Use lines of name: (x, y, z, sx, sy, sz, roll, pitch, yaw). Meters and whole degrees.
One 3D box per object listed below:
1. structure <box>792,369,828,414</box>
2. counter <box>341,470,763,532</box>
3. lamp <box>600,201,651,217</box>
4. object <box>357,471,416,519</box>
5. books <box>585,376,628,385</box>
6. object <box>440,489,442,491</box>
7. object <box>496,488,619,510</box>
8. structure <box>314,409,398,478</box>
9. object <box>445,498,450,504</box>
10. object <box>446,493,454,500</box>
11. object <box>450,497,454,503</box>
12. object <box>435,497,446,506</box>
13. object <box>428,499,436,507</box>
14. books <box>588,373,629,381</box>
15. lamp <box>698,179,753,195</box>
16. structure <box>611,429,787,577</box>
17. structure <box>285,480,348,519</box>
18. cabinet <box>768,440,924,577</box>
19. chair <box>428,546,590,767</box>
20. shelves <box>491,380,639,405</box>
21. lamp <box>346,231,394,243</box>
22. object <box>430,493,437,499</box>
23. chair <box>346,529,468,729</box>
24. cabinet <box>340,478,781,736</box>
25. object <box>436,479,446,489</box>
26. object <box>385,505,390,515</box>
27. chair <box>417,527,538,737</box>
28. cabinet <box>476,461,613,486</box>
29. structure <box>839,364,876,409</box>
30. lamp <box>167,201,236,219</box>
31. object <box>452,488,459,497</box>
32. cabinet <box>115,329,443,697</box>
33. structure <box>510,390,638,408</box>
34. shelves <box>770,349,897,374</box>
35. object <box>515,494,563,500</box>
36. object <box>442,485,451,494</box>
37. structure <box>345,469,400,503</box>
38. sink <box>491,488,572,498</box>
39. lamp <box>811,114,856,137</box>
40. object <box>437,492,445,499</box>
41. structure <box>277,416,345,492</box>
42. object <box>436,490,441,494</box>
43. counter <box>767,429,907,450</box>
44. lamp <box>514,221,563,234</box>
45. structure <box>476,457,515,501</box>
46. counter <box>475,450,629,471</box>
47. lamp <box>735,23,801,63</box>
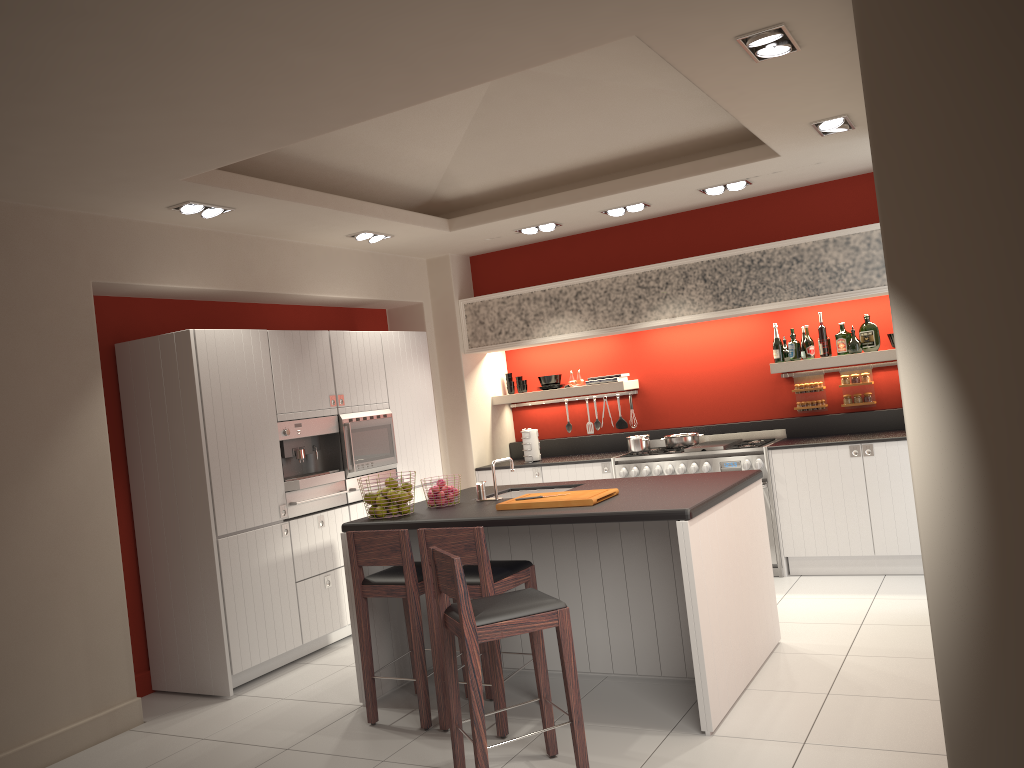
structure: (2.480, 0.067, 7.400, 0.256, 0.347, 0.130, -7, -1, 29)
counter: (0.259, 0.670, 5.135, 2.053, 0.050, 1.416, -7, -1, 29)
lamp: (0.894, -1.401, 7.004, 0.361, 0.104, 0.199, -7, -1, 29)
object: (-0.711, 0.640, 5.114, 0.341, 0.232, 0.341, -6, -1, -28)
books: (0.868, -0.029, 8.145, 0.331, 0.042, 0.207, -7, -1, 34)
object: (-0.438, 0.632, 5.356, 0.041, 0.044, 0.045, -7, -1, -2)
object: (0.248, 0.625, 4.816, 0.570, 0.033, 0.372, -7, -1, 27)
structure: (-1.178, 0.456, 6.839, 0.332, 0.473, 0.610, -7, -1, 29)
object: (-0.392, 0.705, 5.332, 0.040, 0.039, 0.039, -7, -1, -12)
object: (-0.372, 0.672, 5.305, 0.046, 0.043, 0.046, -6, -1, -21)
object: (-0.373, 0.698, 5.391, 0.050, 0.049, 0.049, -7, -1, -5)
object: (-0.426, 0.698, 5.291, 0.062, 0.057, 0.061, -7, -1, 29)
object: (-0.482, 0.710, 5.317, 0.050, 0.049, 0.049, -7, -1, -5)
books: (0.889, -0.066, 8.156, 0.332, 0.026, 0.207, -7, -1, 29)
lamp: (1.590, -1.488, 6.617, 0.361, 0.103, 0.199, -7, -1, 29)
structure: (1.605, 1.005, 7.429, 1.322, 1.085, 0.778, -7, -1, 29)
structure: (-1.371, 0.806, 6.246, 0.128, 0.177, 0.617, -7, -1, 29)
cabinet: (2.793, 0.915, 6.824, 1.361, 0.993, 0.687, -7, -1, 29)
chair: (-0.018, 1.177, 3.762, 0.474, 1.008, 0.383, -6, -1, -21)
shelves: (0.487, 0.082, 8.394, 1.378, 0.083, 0.376, -7, -1, 29)
lamp: (-1.104, -1.157, 6.913, 0.199, 0.084, 0.361, -7, -1, 29)
object: (-0.465, 0.666, 5.275, 0.041, 0.041, 0.040, -6, -1, -24)
chair: (-0.537, 1.251, 4.785, 0.383, 1.008, 0.474, -7, -1, 29)
cabinet: (0.315, 1.200, 5.128, 2.034, 1.011, 1.423, -7, -1, 29)
object: (-0.425, 0.598, 5.319, 0.056, 0.058, 0.056, -6, -1, -16)
object: (-0.715, 0.730, 5.136, 0.054, 0.054, 0.053, -7, -1, 33)
chair: (-0.136, 1.201, 4.562, 0.383, 1.008, 0.474, -7, -1, 31)
cabinet: (0.477, 1.204, 8.112, 1.361, 0.993, 0.687, -7, -1, 29)
structure: (2.807, 0.027, 7.218, 0.256, 0.347, 0.130, -7, -1, 29)
lamp: (-1.908, -1.091, 5.454, 0.199, 0.103, 0.361, -7, -1, 29)
object: (-0.347, 0.656, 5.357, 0.055, 0.056, 0.055, -7, -1, 38)
cabinet: (-1.526, 0.761, 6.690, 0.716, 2.250, 2.558, -7, -1, 29)
structure: (0.580, 0.146, 8.530, 1.354, 0.034, 0.054, -7, -1, 29)
shelves: (2.808, -0.207, 7.104, 1.378, 0.083, 0.376, -7, -1, 29)
object: (0.168, 0.613, 4.834, 0.302, 0.010, 0.035, -7, -1, -1)
object: (-0.392, 0.631, 5.293, 0.051, 0.055, 0.056, -8, -1, 43)
structure: (-1.068, 0.777, 6.798, 0.128, 0.177, 0.617, -7, -1, 29)
sink: (0.122, 0.817, 5.496, 0.567, 0.258, 0.516, -7, -1, 29)
lamp: (1.899, -1.542, 5.243, 0.199, 0.090, 0.361, -7, -1, 29)
object: (-0.422, 0.657, 5.261, 0.048, 0.046, 0.048, -7, -1, -12)
structure: (-1.545, 0.496, 6.327, 0.452, 0.470, 0.624, -7, -1, 29)
object: (-0.448, 0.638, 5.304, 0.041, 0.039, 0.041, -6, -1, -45)
counter: (2.732, 0.409, 6.833, 1.360, 0.026, 0.699, -7, -1, 29)
lamp: (0.216, -1.315, 7.381, 0.361, 0.109, 0.199, -7, -1, 29)
structure: (-0.107, 0.582, 5.372, 0.183, 0.249, 0.224, -7, -1, 29)
counter: (0.420, 0.697, 8.118, 1.360, 0.026, 0.699, -7, -1, 29)
lamp: (1.096, -1.469, 3.784, 0.199, 0.085, 0.361, -7, -1, 29)
